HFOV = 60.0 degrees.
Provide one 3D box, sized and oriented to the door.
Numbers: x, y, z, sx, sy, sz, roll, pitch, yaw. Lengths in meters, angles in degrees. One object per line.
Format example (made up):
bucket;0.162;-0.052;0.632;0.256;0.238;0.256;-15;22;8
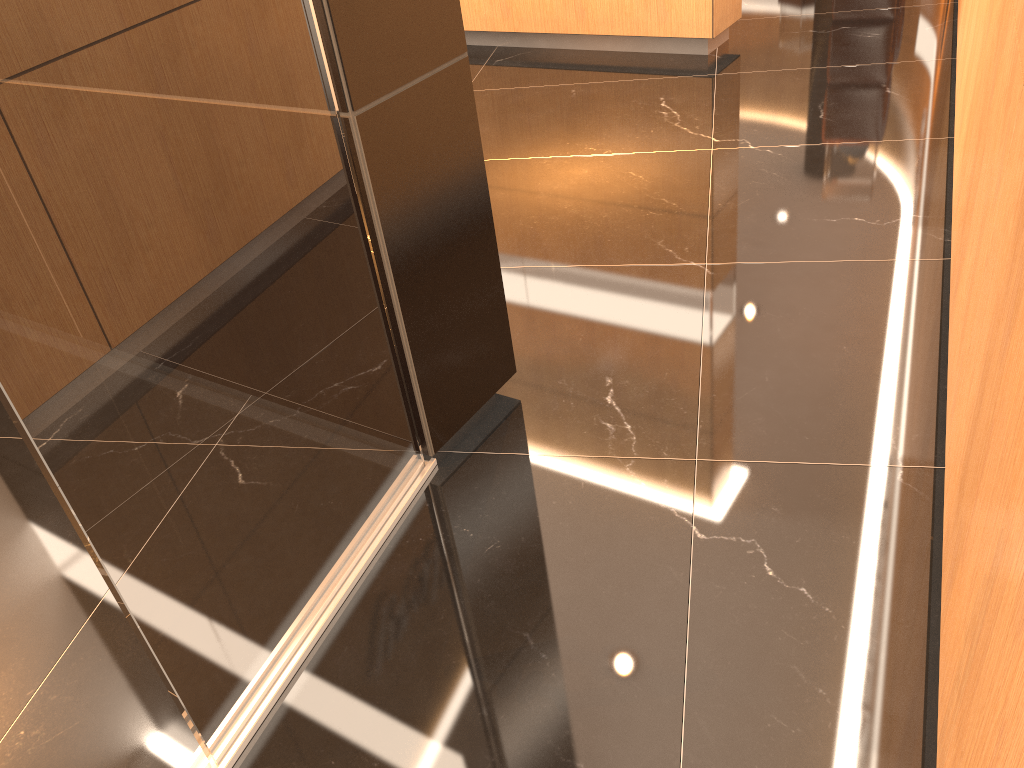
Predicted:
door;-0.864;-0.386;0.429;0.098;3.285;2.473;8;38;22
